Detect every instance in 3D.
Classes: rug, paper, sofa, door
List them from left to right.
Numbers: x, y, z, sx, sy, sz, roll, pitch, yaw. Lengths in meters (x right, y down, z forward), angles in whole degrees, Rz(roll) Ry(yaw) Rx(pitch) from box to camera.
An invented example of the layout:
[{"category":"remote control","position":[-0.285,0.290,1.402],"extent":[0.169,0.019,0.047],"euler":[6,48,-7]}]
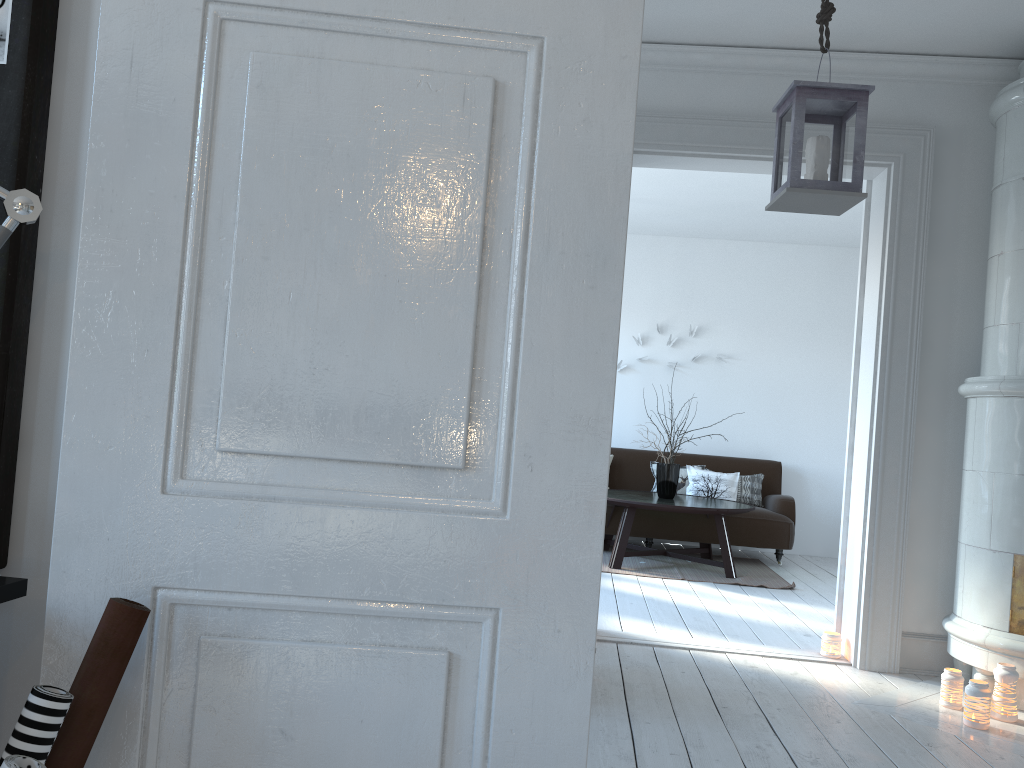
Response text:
[{"category":"paper","position":[-0.605,0.659,0.804],"extent":[0.283,0.626,0.041],"euler":[5,-1,-17]},{"category":"paper","position":[-0.600,0.644,0.864],"extent":[0.266,0.668,0.043],"euler":[6,-2,-40]},{"category":"paper","position":[-0.564,0.607,0.932],"extent":[0.297,0.746,0.048],"euler":[6,-2,-40]},{"category":"sofa","position":[1.263,0.996,7.602],"extent":[2.165,0.824,0.969],"euler":[4,-2,5]},{"category":"rug","position":[1.166,1.355,6.833],"extent":[1.710,0.055,1.457],"euler":[4,-2,5]},{"category":"door","position":[1.031,0.010,4.257],"extent":[2.598,2.504,0.578],"euler":[4,-1,5]},{"category":"door","position":[0.793,-0.134,1.253],"extent":[2.598,2.504,0.578],"euler":[4,-1,5]}]

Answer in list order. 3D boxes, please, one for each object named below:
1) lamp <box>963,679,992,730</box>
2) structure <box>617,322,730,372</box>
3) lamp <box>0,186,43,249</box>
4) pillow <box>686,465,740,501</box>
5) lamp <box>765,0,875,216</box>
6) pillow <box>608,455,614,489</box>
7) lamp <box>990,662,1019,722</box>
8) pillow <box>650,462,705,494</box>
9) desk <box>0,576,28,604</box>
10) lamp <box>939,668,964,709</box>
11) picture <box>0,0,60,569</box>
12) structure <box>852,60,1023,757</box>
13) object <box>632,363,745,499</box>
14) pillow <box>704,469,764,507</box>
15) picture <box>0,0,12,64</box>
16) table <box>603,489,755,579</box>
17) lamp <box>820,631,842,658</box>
[{"category":"lamp","position":[1.741,1.196,3.315],"extent":[0.089,0.166,0.089],"euler":[4,-2,6]},{"category":"structure","position":[1.463,-0.315,8.090],"extent":[1.025,0.478,0.085],"euler":[4,-1,5]},{"category":"lamp","position":[-0.854,-0.139,0.940],"extent":[0.617,0.715,0.230],"euler":[5,-2,-25]},{"category":"pillow","position":[1.704,0.864,7.564],"extent":[0.471,0.309,0.188],"euler":[4,-2,5]},{"category":"lamp","position":[0.957,-1.406,2.627],"extent":[0.228,1.761,0.228],"euler":[4,-1,1]},{"category":"pillow","position":[0.622,0.785,7.768],"extent":[0.519,0.367,0.239],"euler":[4,-2,4]},{"category":"lamp","position":[1.910,1.193,3.435],"extent":[0.098,0.210,0.098],"euler":[4,-2,9]},{"category":"pillow","position":[1.419,0.855,7.663],"extent":[0.473,0.347,0.158],"euler":[4,-2,3]},{"category":"desk","position":[-1.239,0.563,0.827],"extent":[1.159,0.758,0.651],"euler":[4,-2,5]},{"category":"lamp","position":[1.759,1.217,3.546],"extent":[0.084,0.146,0.084],"euler":[4,-2,9]},{"category":"picture","position":[-1.140,-0.359,1.273],"extent":[0.953,1.171,0.064],"euler":[4,-1,5]},{"category":"structure","position":[2.169,-0.007,3.622],"extent":[1.249,2.826,0.800],"euler":[6,-2,-40]},{"category":"object","position":[1.344,0.357,6.759],"extent":[0.846,1.065,0.525],"euler":[5,-2,-24]},{"category":"pillow","position":[1.912,0.897,7.659],"extent":[0.542,0.287,0.183],"euler":[4,-2,6]},{"category":"picture","position":[-0.744,-0.517,1.216],"extent":[0.121,0.152,0.002],"euler":[4,-1,5]},{"category":"table","position":[1.180,1.130,6.812],"extent":[1.300,0.503,1.300],"euler":[5,-2,-5]},{"category":"lamp","position":[1.511,1.234,4.196],"extent":[0.093,0.110,0.094],"euler":[4,-2,22]}]
